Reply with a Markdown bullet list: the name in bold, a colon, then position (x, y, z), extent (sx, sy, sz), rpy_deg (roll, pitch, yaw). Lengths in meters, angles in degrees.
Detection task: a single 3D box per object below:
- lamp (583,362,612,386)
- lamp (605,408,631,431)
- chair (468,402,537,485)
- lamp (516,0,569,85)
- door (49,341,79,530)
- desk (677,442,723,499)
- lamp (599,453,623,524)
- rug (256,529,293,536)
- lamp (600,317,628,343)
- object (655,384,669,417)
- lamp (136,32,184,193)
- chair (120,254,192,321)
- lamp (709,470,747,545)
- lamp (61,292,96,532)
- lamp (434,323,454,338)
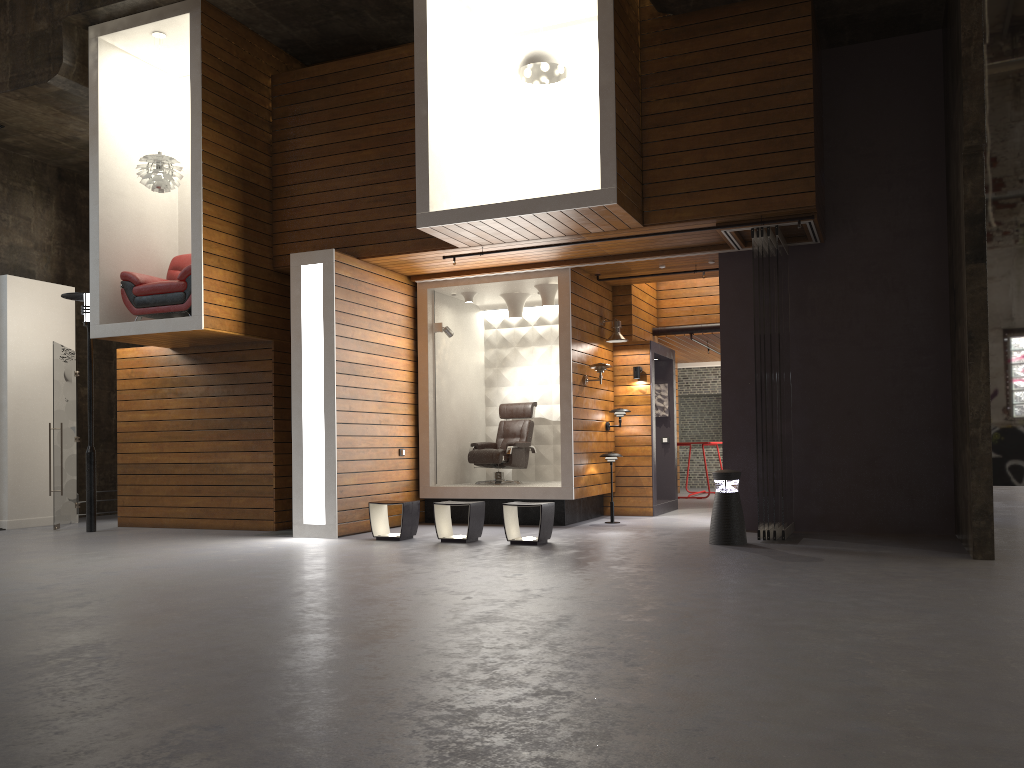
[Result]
- **lamp**: position (1.031, -0.122, 10.604), extent (0.351, 0.270, 0.288), rpy_deg (-2, -3, 23)
- **lamp**: position (1.375, 0.454, 11.415), extent (0.327, 0.296, 0.288), rpy_deg (-2, -3, 23)
- **chair**: position (-0.119, 0.770, 11.654), extent (0.756, 1.070, 0.825), rpy_deg (-3, -3, 38)
- **lamp**: position (0.297, -3.584, 8.836), extent (0.530, 0.985, 0.530), rpy_deg (-2, -2, 35)
- **door**: position (-5.740, 0.674, 11.407), extent (0.146, 2.301, 1.288), rpy_deg (-1, -2, -14)
- **desk**: position (3.359, 1.550, 16.070), extent (0.845, 0.983, 1.719), rpy_deg (-2, -4, 23)
- **lamp**: position (1.211, 1.255, 10.751), extent (0.287, 0.861, 0.288), rpy_deg (-1, -2, 9)
- **rug**: position (-2.331, 1.716, 10.480), extent (0.540, 0.014, 1.580), rpy_deg (-3, -4, 23)
- **lamp**: position (1.310, -0.704, 11.307), extent (0.346, 0.331, 0.295), rpy_deg (-2, -3, 25)
- **object**: position (2.082, 0.242, 12.880), extent (0.380, 0.477, 0.048), rpy_deg (-2, -2, 23)
- **lamp**: position (-3.926, -3.032, 9.864), extent (0.512, 1.772, 0.488), rpy_deg (-1, -1, -13)
- **chair**: position (-3.708, -1.128, 10.145), extent (1.201, 0.936, 0.954), rpy_deg (-2, -3, 23)
- **lamp**: position (2.030, 1.154, 8.349), extent (0.348, 0.695, 0.348), rpy_deg (-2, -2, 29)
- **lamp**: position (-5.058, 0.375, 10.635), extent (0.630, 2.944, 0.630), rpy_deg (0, -2, -26)
- **lamp**: position (-0.848, -0.674, 11.075), extent (0.248, 0.188, 0.129), rpy_deg (0, -2, -8)
